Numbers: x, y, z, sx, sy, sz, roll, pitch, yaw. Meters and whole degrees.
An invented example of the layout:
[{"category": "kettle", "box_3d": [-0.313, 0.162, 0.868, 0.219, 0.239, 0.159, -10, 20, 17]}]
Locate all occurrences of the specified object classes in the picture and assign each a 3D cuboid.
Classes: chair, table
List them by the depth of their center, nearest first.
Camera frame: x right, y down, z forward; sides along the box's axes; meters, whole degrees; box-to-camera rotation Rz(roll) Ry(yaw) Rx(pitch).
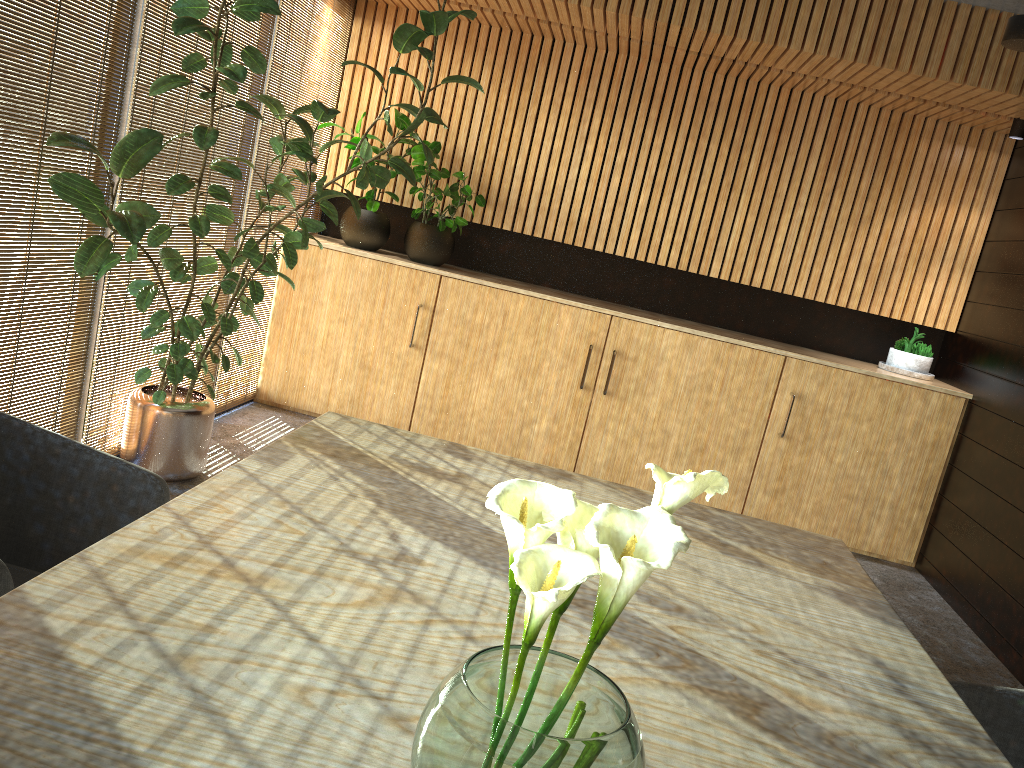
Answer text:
[{"category": "table", "box_3d": [-0.106, 1.055, 1.215, 1.816, 0.927, 3.932, 14, 10, 5]}, {"category": "chair", "box_3d": [1.207, 1.203, 1.994, 0.761, 0.944, 0.706, 14, 10, 5]}, {"category": "chair", "box_3d": [-1.312, 0.590, 2.207, 0.761, 0.944, 0.706, 14, 10, 5]}]

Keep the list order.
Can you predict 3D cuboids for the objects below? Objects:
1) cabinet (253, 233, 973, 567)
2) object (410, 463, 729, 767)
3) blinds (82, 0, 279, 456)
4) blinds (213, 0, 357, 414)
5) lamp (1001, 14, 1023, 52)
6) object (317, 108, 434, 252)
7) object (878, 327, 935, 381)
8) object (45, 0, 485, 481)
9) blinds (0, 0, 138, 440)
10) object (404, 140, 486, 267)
[{"category": "cabinet", "box_3d": [0.608, 0.036, 6.674, 4.954, 1.272, 1.006, 14, 10, 5]}, {"category": "object", "box_3d": [0.054, 0.344, 1.107, 0.295, 0.546, 0.322, 15, 11, 14]}, {"category": "blinds", "box_3d": [-1.753, -1.132, 4.878, 0.039, 3.038, 1.422, 14, 10, 5]}, {"category": "blinds", "box_3d": [-1.577, -1.357, 6.318, 0.039, 3.038, 1.422, 14, 10, 5]}, {"category": "lamp", "box_3d": [0.896, -2.415, 4.889, 4.179, 0.294, 0.257, 14, 10, 5]}, {"category": "object", "box_3d": [-1.061, -1.531, 6.545, 0.640, 1.054, 0.666, 3, 14, -43]}, {"category": "object", "box_3d": [2.898, -0.238, 6.423, 0.384, 0.347, 0.384, 18, 11, 27]}, {"category": "object", "box_3d": [-1.372, -1.020, 4.302, 1.875, 3.266, 1.958, 2, 15, -46]}, {"category": "blinds", "box_3d": [-1.933, -0.903, 3.413, 0.039, 3.038, 1.422, 14, 10, 5]}, {"category": "object", "box_3d": [-0.585, -1.324, 6.504, 0.679, 0.880, 0.512, 14, 10, 8]}]
